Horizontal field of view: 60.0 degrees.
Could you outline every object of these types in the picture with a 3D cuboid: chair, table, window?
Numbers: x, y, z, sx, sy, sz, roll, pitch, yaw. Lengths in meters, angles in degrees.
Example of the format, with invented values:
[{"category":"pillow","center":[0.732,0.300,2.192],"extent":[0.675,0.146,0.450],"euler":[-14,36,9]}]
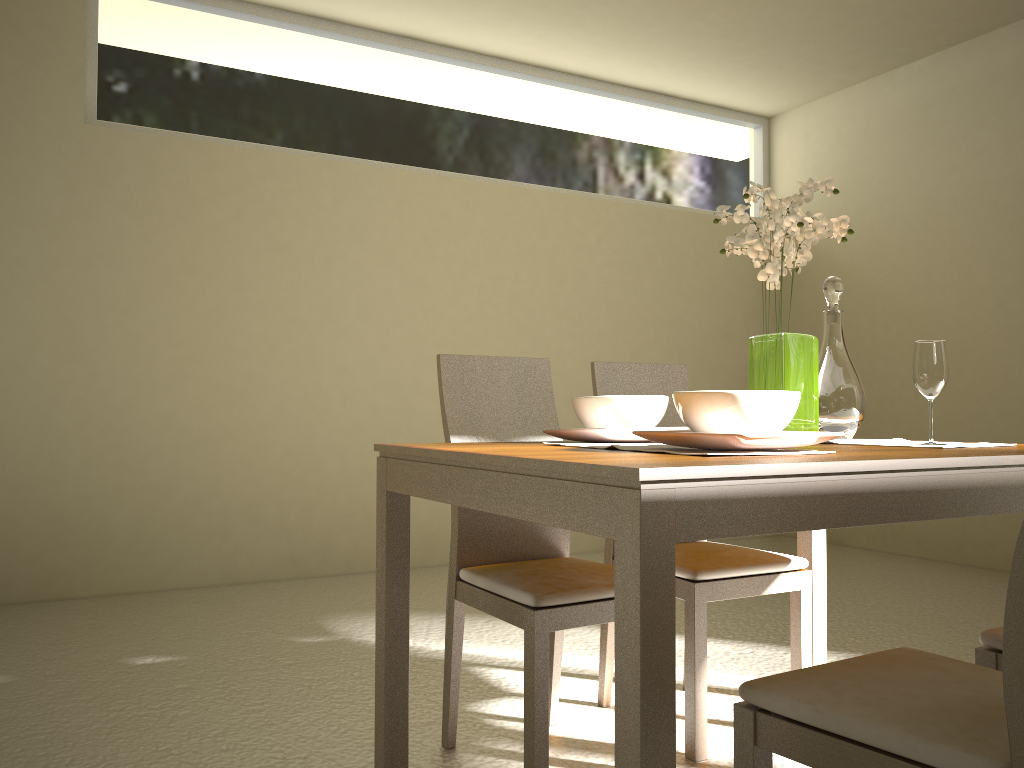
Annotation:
[{"category":"chair","center":[0.512,0.437,2.524],"extent":[0.404,1.017,0.507],"euler":[1,-2,-28]},{"category":"table","center":[0.541,0.532,1.934],"extent":[1.411,0.790,1.000],"euler":[1,-2,-29]},{"category":"chair","center":[0.627,0.394,1.189],"extent":[0.404,1.017,0.507],"euler":[1,-2,-32]},{"category":"chair","center":[0.083,0.426,2.217],"extent":[0.404,1.017,0.507],"euler":[1,-2,-32]},{"category":"chair","center":[1.137,0.405,1.487],"extent":[0.404,1.017,0.507],"euler":[1,-2,-29]},{"category":"window","center":[1.480,-0.542,2.711],"extent":[4.466,3.000,6.429],"euler":[1,-2,-31]}]

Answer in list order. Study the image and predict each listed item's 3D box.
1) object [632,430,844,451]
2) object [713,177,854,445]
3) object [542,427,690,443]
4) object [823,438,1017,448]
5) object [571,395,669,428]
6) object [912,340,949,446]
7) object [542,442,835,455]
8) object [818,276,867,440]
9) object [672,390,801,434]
[{"category":"object","center":[0.418,0.106,1.655],"extent":[0.283,0.033,0.283],"euler":[1,-2,-35]},{"category":"object","center":[0.628,-0.163,2.035],"extent":[0.302,0.608,0.304],"euler":[1,-2,-26]},{"category":"object","center":[0.260,0.122,2.125],"extent":[0.283,0.041,0.283],"euler":[1,-2,-29]},{"category":"object","center":[0.866,0.140,2.181],"extent":[0.287,0.010,0.589],"euler":[1,-2,-32]},{"category":"object","center":[0.259,0.082,2.129],"extent":[0.233,0.107,0.232],"euler":[1,-2,-18]},{"category":"object","center":[0.932,0.020,1.974],"extent":[0.075,0.232,0.075],"euler":[0,-2,20]},{"category":"object","center":[0.325,0.126,1.798],"extent":[0.287,0.010,0.589],"euler":[1,-2,-26]},{"category":"object","center":[0.839,-0.069,2.313],"extent":[0.156,0.426,0.156],"euler":[0,-2,12]},{"category":"object","center":[0.418,0.065,1.657],"extent":[0.233,0.101,0.233],"euler":[2,-2,-40]}]
